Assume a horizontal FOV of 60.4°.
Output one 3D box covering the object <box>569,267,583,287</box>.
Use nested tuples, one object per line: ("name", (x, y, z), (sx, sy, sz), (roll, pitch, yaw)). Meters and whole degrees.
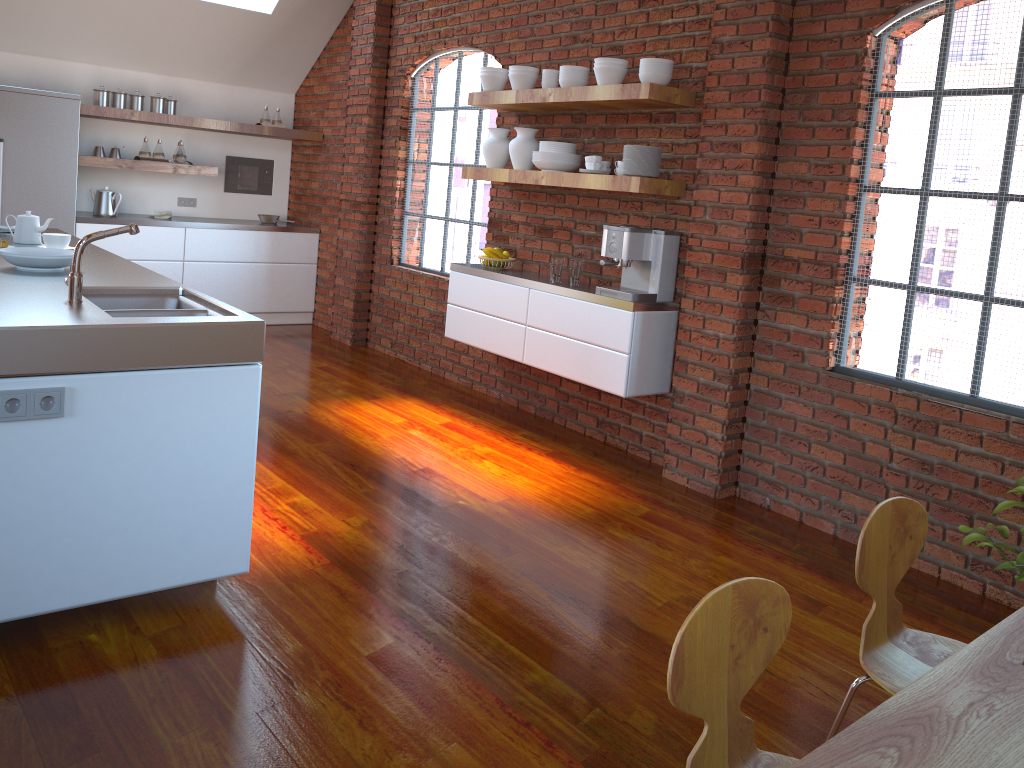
("object", (0.344, -0.583, 4.808), (0.077, 0.103, 0.079), (1, 9, -26))

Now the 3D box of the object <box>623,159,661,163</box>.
("object", (0.658, -1.126, 4.466), (0.194, 0.013, 0.198), (0, 13, -21))

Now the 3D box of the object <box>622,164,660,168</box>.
("object", (0.656, -1.100, 4.469), (0.194, 0.013, 0.198), (0, 13, -21))

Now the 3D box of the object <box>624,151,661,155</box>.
("object", (0.661, -1.163, 4.463), (0.194, 0.013, 0.198), (0, 13, -21))

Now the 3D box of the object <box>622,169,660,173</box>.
("object", (0.653, -1.076, 4.471), (0.194, 0.013, 0.198), (0, 13, -21))

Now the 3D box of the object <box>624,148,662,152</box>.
("object", (0.663, -1.181, 4.461), (0.194, 0.013, 0.198), (0, 13, -21))

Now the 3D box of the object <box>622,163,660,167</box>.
("object", (0.656, -1.104, 4.468), (0.194, 0.013, 0.198), (0, 13, -21))

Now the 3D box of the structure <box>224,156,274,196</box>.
("structure", (-2.418, -1.916, 8.110), (0.457, 0.330, 0.013), (-3, 9, -38))

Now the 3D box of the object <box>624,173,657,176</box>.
("object", (0.652, -1.059, 4.473), (0.194, 0.013, 0.198), (0, 13, -21))

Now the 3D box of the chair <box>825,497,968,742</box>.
("chair", (0.900, 0.659, 1.861), (0.439, 0.749, 0.417), (-2, 10, -43))

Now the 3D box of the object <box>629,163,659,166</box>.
("object", (0.656, -1.108, 4.468), (0.194, 0.013, 0.198), (0, 13, -21))

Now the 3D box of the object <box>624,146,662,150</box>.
("object", (0.664, -1.190, 4.460), (0.194, 0.013, 0.198), (0, 13, -21))

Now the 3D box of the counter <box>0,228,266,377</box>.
("counter", (-2.099, -0.449, 3.569), (1.025, 0.128, 3.196), (-4, 16, -37))

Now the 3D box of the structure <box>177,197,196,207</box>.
("structure", (-2.884, -1.611, 7.797), (0.160, 0.079, 0.033), (-4, 11, -38))

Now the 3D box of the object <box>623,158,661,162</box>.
("object", (0.658, -1.131, 4.466), (0.194, 0.013, 0.198), (0, 13, -21))

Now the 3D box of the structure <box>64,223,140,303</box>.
("structure", (-1.279, -0.384, 2.746), (0.200, 0.245, 0.100), (-1, 9, -38))

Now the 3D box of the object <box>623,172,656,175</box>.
("object", (0.652, -1.063, 4.472), (0.194, 0.013, 0.198), (0, 13, -21))

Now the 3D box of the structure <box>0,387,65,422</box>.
("structure", (-1.259, 0.050, 2.295), (0.160, 0.079, 0.033), (-4, 11, -38))

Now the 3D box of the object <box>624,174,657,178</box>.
("object", (0.651, -1.054, 4.473), (0.194, 0.013, 0.198), (0, 13, -21))

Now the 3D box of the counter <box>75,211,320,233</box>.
("counter", (-2.708, -1.379, 7.499), (1.986, 0.044, 0.726), (-5, 16, -38))

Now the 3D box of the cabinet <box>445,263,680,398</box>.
("cabinet", (0.214, -0.360, 5.064), (0.337, 0.468, 1.649), (-1, 13, -38))

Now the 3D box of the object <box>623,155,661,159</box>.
("object", (0.660, -1.144, 4.464), (0.194, 0.013, 0.198), (0, 13, -21))

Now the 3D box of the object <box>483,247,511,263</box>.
("object", (-0.095, -0.794, 5.415), (0.184, 0.084, 0.067), (5, 8, 0))

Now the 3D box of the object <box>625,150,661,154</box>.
("object", (0.662, -1.168, 4.462), (0.194, 0.013, 0.198), (0, 13, -21))

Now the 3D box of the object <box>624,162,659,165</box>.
("object", (0.657, -1.113, 4.467), (0.194, 0.013, 0.198), (0, 13, -21))

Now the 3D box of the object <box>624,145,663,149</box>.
("object", (0.664, -1.195, 4.459), (0.194, 0.013, 0.198), (0, 13, -21))

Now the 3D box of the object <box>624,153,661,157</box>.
("object", (0.661, -1.153, 4.463), (0.194, 0.013, 0.198), (0, 13, -21))

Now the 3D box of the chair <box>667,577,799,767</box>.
("chair", (0.421, 0.728, 1.352), (0.439, 0.749, 0.417), (-2, 10, -43))

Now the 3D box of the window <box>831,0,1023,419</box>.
("window", (1.873, -0.719, 3.342), (0.084, 1.649, 1.288), (1, 9, -38))

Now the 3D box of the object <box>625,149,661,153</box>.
("object", (0.663, -1.177, 4.461), (0.194, 0.013, 0.198), (0, 13, -21))

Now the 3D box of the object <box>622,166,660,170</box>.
("object", (0.655, -1.090, 4.470), (0.194, 0.013, 0.198), (0, 13, -21))

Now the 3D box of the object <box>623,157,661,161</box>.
("object", (0.659, -1.135, 4.465), (0.194, 0.013, 0.198), (0, 13, -21))

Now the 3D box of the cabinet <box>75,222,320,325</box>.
("cabinet", (-2.747, -0.956, 7.541), (1.986, 0.807, 0.722), (-4, 12, -38))

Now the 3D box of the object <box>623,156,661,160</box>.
("object", (0.659, -1.140, 4.465), (0.194, 0.013, 0.198), (0, 13, -21))

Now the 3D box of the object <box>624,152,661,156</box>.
("object", (0.661, -1.158, 4.463), (0.194, 0.013, 0.198), (0, 13, -21))

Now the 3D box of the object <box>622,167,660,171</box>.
("object", (0.654, -1.086, 4.470), (0.194, 0.013, 0.198), (0, 13, -21))

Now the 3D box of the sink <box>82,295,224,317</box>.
("sink", (-1.163, -0.146, 2.860), (0.409, 0.197, 0.623), (-4, 15, -38))

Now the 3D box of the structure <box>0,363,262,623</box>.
("structure", (-2.134, -0.004, 3.619), (1.024, 0.755, 3.172), (-3, 14, -37))

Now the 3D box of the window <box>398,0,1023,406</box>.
("window", (3.347, -0.772, 5.170), (17.660, 9.780, 3.637), (15, 11, 41))

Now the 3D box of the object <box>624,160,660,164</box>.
("object", (0.658, -1.122, 4.466), (0.194, 0.013, 0.198), (0, 13, -21))

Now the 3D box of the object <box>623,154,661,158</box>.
("object", (0.660, -1.149, 4.464), (0.194, 0.013, 0.198), (0, 13, -21))

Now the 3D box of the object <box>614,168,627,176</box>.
("object", (0.591, -1.113, 4.642), (0.092, 0.046, 0.101), (4, 11, -4))

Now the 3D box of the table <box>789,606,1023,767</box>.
("table", (0.997, 0.864, 1.231), (1.473, 0.635, 0.829), (-5, 14, -41))

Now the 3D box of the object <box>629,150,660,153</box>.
("object", (0.662, -1.172, 4.462), (0.194, 0.013, 0.198), (0, 13, -21))

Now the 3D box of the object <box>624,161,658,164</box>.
("object", (0.657, -1.118, 4.467), (0.194, 0.013, 0.198), (0, 13, -21))

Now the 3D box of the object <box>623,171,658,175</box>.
("object", (0.653, -1.068, 4.472), (0.194, 0.013, 0.198), (0, 13, -21))

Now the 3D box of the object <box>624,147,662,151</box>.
("object", (0.663, -1.186, 4.460), (0.194, 0.013, 0.198), (0, 13, -21))

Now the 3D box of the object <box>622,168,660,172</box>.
("object", (0.654, -1.081, 4.470), (0.194, 0.013, 0.198), (0, 13, -21))

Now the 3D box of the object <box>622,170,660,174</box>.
("object", (0.653, -1.072, 4.471), (0.194, 0.013, 0.198), (0, 13, -21))

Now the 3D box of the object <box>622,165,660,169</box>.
("object", (0.655, -1.095, 4.469), (0.194, 0.013, 0.198), (0, 13, -21))
